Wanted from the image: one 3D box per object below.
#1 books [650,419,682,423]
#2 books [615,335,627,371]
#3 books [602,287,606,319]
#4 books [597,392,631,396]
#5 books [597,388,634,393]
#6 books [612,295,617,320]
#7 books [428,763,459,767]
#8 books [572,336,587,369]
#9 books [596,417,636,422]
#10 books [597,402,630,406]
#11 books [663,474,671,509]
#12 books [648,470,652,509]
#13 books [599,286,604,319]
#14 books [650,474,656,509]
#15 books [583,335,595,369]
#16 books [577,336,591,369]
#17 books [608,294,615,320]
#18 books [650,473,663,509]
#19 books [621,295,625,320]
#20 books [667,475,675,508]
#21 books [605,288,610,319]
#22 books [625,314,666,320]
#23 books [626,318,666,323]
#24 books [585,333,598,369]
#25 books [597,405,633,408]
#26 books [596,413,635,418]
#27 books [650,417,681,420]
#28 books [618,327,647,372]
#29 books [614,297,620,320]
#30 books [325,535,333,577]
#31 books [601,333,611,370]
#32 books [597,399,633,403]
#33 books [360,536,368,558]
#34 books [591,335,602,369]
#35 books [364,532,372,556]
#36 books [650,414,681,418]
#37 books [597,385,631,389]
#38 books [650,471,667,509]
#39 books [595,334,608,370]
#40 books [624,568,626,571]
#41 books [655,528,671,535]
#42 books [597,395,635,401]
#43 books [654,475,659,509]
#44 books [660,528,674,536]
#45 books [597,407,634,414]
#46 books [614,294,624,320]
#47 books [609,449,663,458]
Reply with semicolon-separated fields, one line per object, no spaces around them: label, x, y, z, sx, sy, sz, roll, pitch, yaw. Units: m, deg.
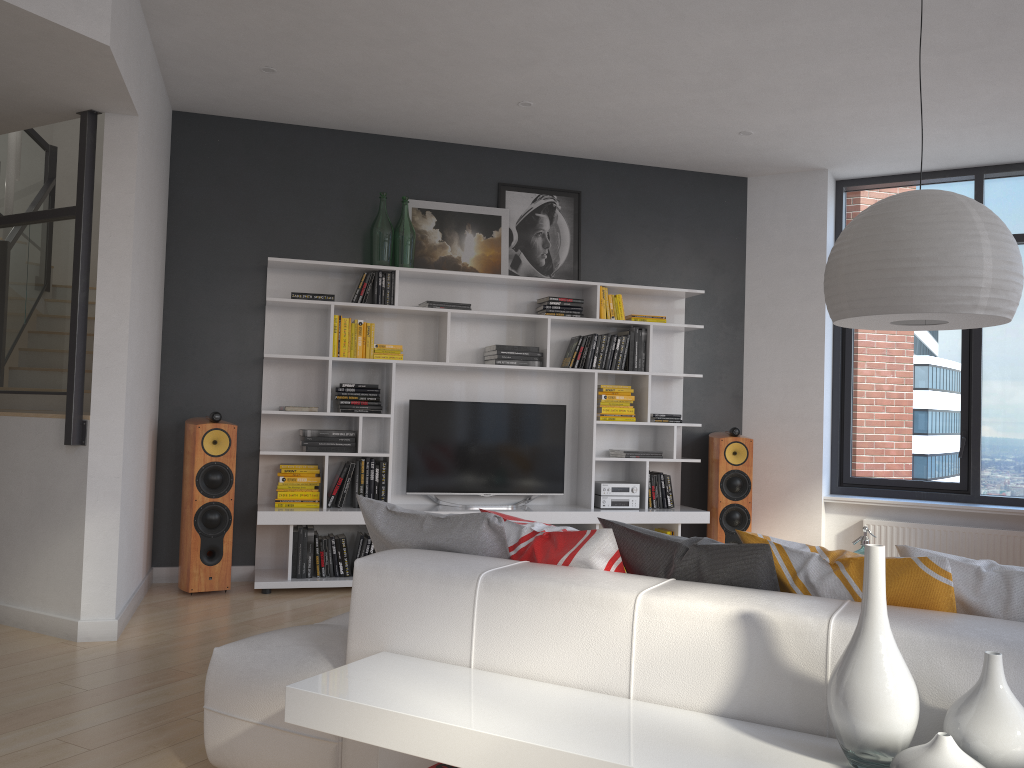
books;1.081;0.264;6.316;0.213;0.023;0.161;2;-2;-12
books;0.732;-0.211;6.258;0.084;0.249;0.191;2;-2;-16
books;0.611;-0.555;6.208;0.041;0.224;0.163;2;-2;-18
books;0.719;0.070;6.288;0.227;0.022;0.160;2;-2;0
books;0.728;0.048;6.287;0.223;0.023;0.163;2;-2;-12
books;0.695;-0.529;6.210;0.044;0.178;0.128;2;-2;-16
books;-0.103;0.893;1.978;0.206;0.029;0.152;0;-3;35
books;0.446;-0.214;6.181;0.096;0.234;0.187;2;-2;-16
books;0.718;0.248;6.257;0.257;0.028;0.194;2;-2;-11
books;0.706;0.143;6.264;0.217;0.023;0.145;2;-2;-12
books;1.069;0.759;6.311;0.066;0.242;0.177;2;-2;-16
books;0.934;0.740;6.288;0.053;0.268;0.202;2;-2;-16
books;0.595;-0.559;6.184;0.041;0.229;0.161;2;-2;-17
books;0.965;0.757;6.292;0.053;0.240;0.189;2;-2;-16
books;0.517;-0.216;6.174;0.069;0.242;0.172;2;-2;-15
books;0.480;-0.214;6.176;0.081;0.233;0.169;2;-2;-17
books;0.673;-0.531;6.211;0.054;0.180;0.132;2;-2;-16
books;1.013;0.756;6.291;0.050;0.242;0.169;2;-2;-16
books;0.754;-0.530;6.239;0.044;0.184;0.142;2;-2;-15
books;1.092;0.765;6.350;0.077;0.233;0.179;2;-2;-16
books;0.638;-0.554;6.225;0.054;0.224;0.164;2;-2;-17
books;0.940;-0.467;6.333;0.257;0.024;0.203;2;-2;-13
books;0.945;-0.442;6.325;0.257;0.028;0.194;2;-2;-11
books;0.532;-0.221;6.205;0.075;0.254;0.192;2;-2;-17
books;0.709;0.161;6.285;0.251;0.014;0.189;2;-2;-13
books;0.713;0.223;6.265;0.257;0.024;0.203;2;-2;-13
books;1.080;0.245;6.319;0.198;0.015;0.142;2;-2;-17
books;0.851;-0.235;6.323;0.128;0.321;0.259;2;-2;-16
books;0.715;-0.520;6.203;0.046;0.161;0.108;2;-2;-17
books;-1.152;1.082;5.584;0.050;0.242;0.169;2;-2;-16
books;0.626;-0.220;6.232;0.066;0.260;0.197;2;-2;-16
books;0.713;0.124;6.285;0.239;0.019;0.171;2;-2;-16
books;-0.963;1.092;5.637;0.069;0.242;0.172;2;-2;-15
books;0.559;-0.214;6.206;0.068;0.243;0.179;2;-2;-17
books;-0.946;1.086;5.668;0.075;0.254;0.192;2;-2;-17
books;1.079;0.226;6.335;0.213;0.023;0.161;2;-2;-12
books;0.714;0.024;6.307;0.223;0.023;0.163;2;-2;-12
books;1.038;0.752;6.310;0.066;0.255;0.193;2;-2;-16
books;0.594;-0.217;6.221;0.084;0.249;0.191;2;-2;-16
books;0.744;1.266;6.127;0.190;0.033;0.147;2;-2;-16
books;1.057;1.160;6.234;0.029;0.270;0.204;2;-2;-16
books;0.725;0.099;6.287;0.239;0.033;0.176;2;-2;-13
books;0.990;0.759;6.292;0.049;0.236;0.170;2;-2;-15
books;1.081;1.162;6.250;0.025;0.270;0.213;2;-2;-16
books;0.714;0.189;6.271;0.243;0.042;0.189;2;-2;-16
books;0.734;-0.531;6.224;0.064;0.184;0.141;2;-2;-15
books;0.877;0.496;6.299;0.310;0.047;0.250;3;-2;-20
